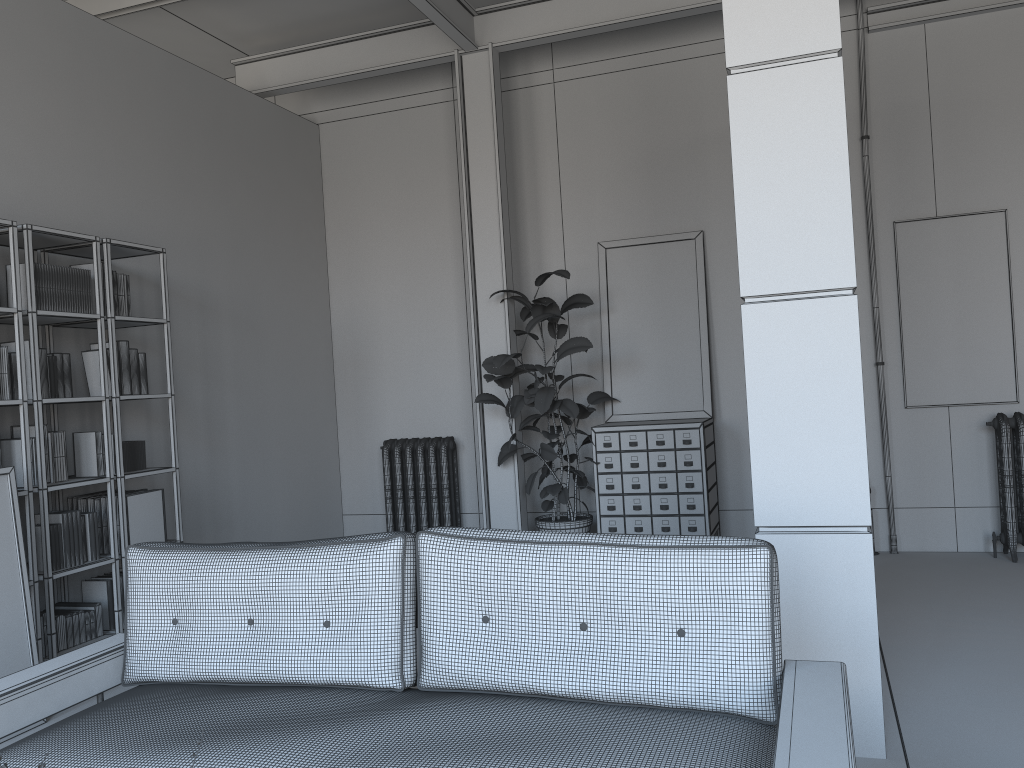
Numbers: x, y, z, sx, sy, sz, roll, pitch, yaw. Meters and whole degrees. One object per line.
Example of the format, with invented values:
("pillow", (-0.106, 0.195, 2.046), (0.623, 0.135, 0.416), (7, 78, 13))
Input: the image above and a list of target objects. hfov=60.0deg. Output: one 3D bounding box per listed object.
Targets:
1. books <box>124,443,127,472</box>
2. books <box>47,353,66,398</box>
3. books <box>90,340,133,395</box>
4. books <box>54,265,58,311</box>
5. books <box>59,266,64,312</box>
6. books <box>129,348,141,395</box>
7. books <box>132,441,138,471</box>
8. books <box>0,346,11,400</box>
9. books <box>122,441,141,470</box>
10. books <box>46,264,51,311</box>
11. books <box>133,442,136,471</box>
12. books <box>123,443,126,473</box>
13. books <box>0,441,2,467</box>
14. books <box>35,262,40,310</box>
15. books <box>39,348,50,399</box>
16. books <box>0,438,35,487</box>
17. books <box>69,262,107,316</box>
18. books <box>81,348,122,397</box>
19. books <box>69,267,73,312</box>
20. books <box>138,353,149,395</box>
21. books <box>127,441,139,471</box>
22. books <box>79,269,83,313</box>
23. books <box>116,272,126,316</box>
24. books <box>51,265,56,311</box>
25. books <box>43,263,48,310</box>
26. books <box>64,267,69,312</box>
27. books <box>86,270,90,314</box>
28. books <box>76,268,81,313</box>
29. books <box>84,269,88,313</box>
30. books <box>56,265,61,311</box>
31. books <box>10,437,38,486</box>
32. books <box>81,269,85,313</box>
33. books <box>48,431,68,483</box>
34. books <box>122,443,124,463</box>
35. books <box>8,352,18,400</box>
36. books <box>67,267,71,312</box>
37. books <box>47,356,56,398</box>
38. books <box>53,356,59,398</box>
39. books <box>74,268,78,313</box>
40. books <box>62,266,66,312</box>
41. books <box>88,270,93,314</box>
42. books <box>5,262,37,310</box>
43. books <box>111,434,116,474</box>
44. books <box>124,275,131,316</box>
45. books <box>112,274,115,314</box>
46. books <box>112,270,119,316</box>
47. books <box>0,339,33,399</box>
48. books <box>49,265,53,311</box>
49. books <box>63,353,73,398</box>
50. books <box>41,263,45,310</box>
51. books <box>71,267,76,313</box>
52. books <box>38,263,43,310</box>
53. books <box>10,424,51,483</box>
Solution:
("books", (-2.199, 0.414, 4.927), (0.134, 0.177, 0.012), (-4, 0, 19))
("books", (-2.403, -0.034, 4.597), (0.180, 0.244, 0.057), (-4, 0, 19))
("books", (-2.197, -0.081, 4.871), (0.224, 0.304, 0.071), (-4, 0, 19))
("books", (-2.346, -0.469, 4.431), (0.182, 0.240, 0.016), (-4, 0, 19))
("books", (-2.336, -0.469, 4.461), (0.182, 0.240, 0.016), (-4, 0, 19))
("books", (-2.185, -0.060, 4.963), (0.195, 0.266, 0.091), (-4, 0, 19))
("books", (-2.172, 0.413, 5.004), (0.134, 0.177, 0.012), (-4, 0, 19))
("books", (-2.476, -0.044, 4.195), (0.193, 0.265, 0.062), (-4, 0, 19))
("books", (-2.165, 0.412, 5.026), (0.134, 0.177, 0.012), (-4, 0, 19))
("books", (-2.362, -0.468, 4.386), (0.182, 0.240, 0.016), (-4, 0, 19))
("books", (-2.176, 0.413, 4.993), (0.134, 0.177, 0.012), (-4, 0, 19))
("books", (-2.202, 0.414, 4.916), (0.134, 0.177, 0.012), (-4, 0, 19))
("books", (-2.524, 0.362, 4.189), (0.222, 0.303, 0.071), (-4, 0, 19))
("books", (-2.382, -0.467, 4.327), (0.182, 0.240, 0.016), (-4, 0, 19))
("books", (-2.446, -0.043, 4.484), (0.195, 0.266, 0.091), (-4, 0, 19))
("books", (-2.443, 0.390, 4.364), (0.178, 0.244, 0.057), (-4, 0, 19))
("books", (-2.281, -0.501, 4.792), (0.243, 0.299, 0.048), (-4, 0, 19))
("books", (-2.219, -0.058, 4.800), (0.195, 0.268, 0.084), (-4, 0, 20))
("books", (-2.316, -0.470, 4.520), (0.182, 0.240, 0.016), (-4, 0, 19))
("books", (-2.155, -0.051, 5.039), (0.180, 0.244, 0.057), (-4, 0, 19))
("books", (-2.169, 0.412, 5.015), (0.134, 0.177, 0.012), (-4, 0, 19))
("books", (-2.295, -0.472, 4.579), (0.182, 0.240, 0.016), (-4, 0, 19))
("books", (-2.232, -0.482, 4.905), (0.180, 0.248, 0.054), (-4, 0, 19))
("books", (-2.351, -0.469, 4.416), (0.182, 0.240, 0.016), (-4, 0, 19))
("books", (-2.367, -0.468, 4.371), (0.182, 0.240, 0.016), (-4, 0, 19))
("books", (-2.326, -0.470, 4.490), (0.182, 0.240, 0.016), (-4, 0, 19))
("books", (-2.280, -0.472, 4.624), (0.182, 0.240, 0.016), (-4, 0, 19))
("books", (-2.300, -0.471, 4.564), (0.182, 0.240, 0.016), (-4, 0, 19))
("books", (-2.285, -0.472, 4.609), (0.182, 0.240, 0.016), (-4, 0, 19))
("books", (-2.341, -0.469, 4.446), (0.182, 0.240, 0.016), (-4, 0, 19))
("books", (-2.414, 0.388, 4.416), (0.178, 0.244, 0.057), (-4, 0, 19))
("books", (-2.290, -0.472, 4.594), (0.182, 0.240, 0.016), (-4, 0, 19))
("books", (-2.384, 0.376, 4.532), (0.193, 0.265, 0.091), (-4, 0, 19))
("books", (-2.206, 0.414, 4.905), (0.134, 0.177, 0.012), (-4, 0, 19))
("books", (-2.494, -0.029, 4.368), (0.180, 0.244, 0.057), (-4, 0, 19))
("books", (-2.321, -0.470, 4.505), (0.182, 0.240, 0.016), (-4, 0, 19))
("books", (-2.403, -0.025, 4.528), (0.165, 0.227, 0.022), (-4, 0, 19))
("books", (-2.397, -0.026, 4.550), (0.165, 0.227, 0.022), (-4, 0, 19))
("books", (-2.305, -0.471, 4.550), (0.182, 0.240, 0.016), (-4, 0, 19))
("books", (-2.331, -0.470, 4.475), (0.182, 0.240, 0.016), (-4, 0, 19))
("books", (-2.275, -0.473, 4.639), (0.182, 0.240, 0.016), (-4, 0, 19))
("books", (-2.387, -0.467, 4.312), (0.182, 0.240, 0.016), (-4, 0, 19))
("books", (-2.253, 0.390, 4.884), (0.176, 0.232, 0.015), (-4, 0, 19))
("books", (-2.210, -0.482, 4.948), (0.168, 0.243, 0.029), (-4, 0, 14))
("books", (-2.260, -0.477, 4.839), (0.194, 0.241, 0.030), (-4, 0, 16))
("books", (-2.251, -0.486, 4.869), (0.189, 0.258, 0.027), (-4, 0, 19))
("books", (-2.437, -0.065, 4.407), (0.224, 0.304, 0.038), (-4, 0, 19))
("books", (-2.356, -0.468, 4.401), (0.182, 0.240, 0.016), (-4, 0, 19))
("books", (-2.394, -0.034, 4.656), (0.180, 0.244, 0.057), (-4, 0, 19))
("books", (-2.372, -0.468, 4.357), (0.182, 0.240, 0.016), (-4, 0, 19))
("books", (-2.311, -0.471, 4.535), (0.182, 0.240, 0.016), (-4, 0, 19))
("books", (-2.377, -0.467, 4.342), (0.182, 0.240, 0.016), (-4, 0, 19))
("books", (-2.438, 0.358, 4.484), (0.222, 0.303, 0.038), (-4, 0, 19))
